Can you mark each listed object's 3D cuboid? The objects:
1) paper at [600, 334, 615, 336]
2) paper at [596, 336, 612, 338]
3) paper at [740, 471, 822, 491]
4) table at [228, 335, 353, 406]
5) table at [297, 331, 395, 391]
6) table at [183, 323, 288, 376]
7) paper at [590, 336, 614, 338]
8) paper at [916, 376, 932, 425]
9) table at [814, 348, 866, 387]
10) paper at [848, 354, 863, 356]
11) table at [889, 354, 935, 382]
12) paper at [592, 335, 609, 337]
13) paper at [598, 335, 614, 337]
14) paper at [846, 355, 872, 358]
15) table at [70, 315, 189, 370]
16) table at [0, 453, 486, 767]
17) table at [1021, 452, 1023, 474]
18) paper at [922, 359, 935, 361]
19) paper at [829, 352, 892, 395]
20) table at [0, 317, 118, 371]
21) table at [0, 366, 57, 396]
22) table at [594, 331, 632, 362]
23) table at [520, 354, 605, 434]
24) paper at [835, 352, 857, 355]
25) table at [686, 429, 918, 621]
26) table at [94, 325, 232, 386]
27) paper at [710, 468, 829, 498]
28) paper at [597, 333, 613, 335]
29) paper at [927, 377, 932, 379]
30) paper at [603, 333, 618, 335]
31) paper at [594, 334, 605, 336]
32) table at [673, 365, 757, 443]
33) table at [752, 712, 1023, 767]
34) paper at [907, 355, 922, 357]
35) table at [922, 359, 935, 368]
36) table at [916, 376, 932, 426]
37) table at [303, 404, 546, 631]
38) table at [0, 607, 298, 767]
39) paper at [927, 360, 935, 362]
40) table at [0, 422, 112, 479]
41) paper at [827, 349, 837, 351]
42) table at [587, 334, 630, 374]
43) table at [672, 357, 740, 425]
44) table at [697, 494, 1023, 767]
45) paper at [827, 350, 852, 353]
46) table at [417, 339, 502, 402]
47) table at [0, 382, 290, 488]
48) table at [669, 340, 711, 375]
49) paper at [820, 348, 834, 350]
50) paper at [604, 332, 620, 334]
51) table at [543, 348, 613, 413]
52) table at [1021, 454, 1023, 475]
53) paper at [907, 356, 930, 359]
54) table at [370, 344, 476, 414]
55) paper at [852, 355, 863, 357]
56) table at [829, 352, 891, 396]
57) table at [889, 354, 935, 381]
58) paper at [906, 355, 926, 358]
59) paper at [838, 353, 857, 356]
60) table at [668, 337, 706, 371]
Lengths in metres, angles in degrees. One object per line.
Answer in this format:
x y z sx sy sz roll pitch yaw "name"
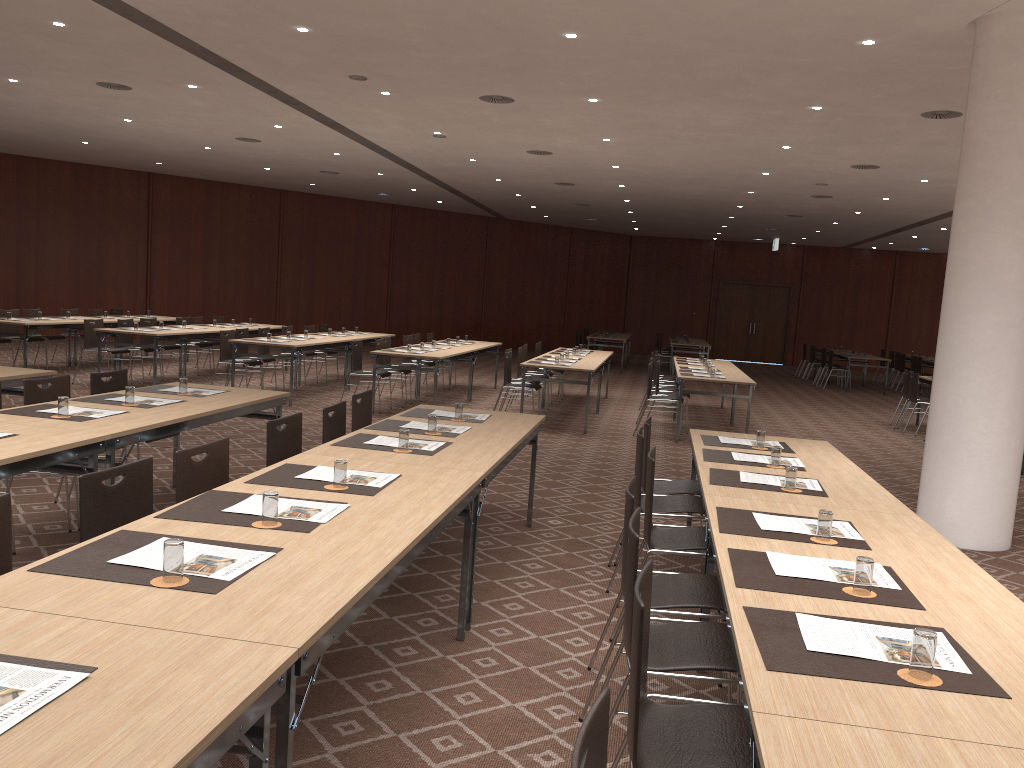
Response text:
2.485 -1.272 23.106 0.398 0.006 0.283 5 6 9 "paper"
2.268 -1.160 21.829 0.398 0.006 0.283 5 6 11 "paper"
1.389 0.502 4.604 0.398 0.006 0.283 5 6 13 "paper"
-3.207 -0.240 13.063 0.953 0.834 2.265 5 6 9 "table"
-2.829 -0.436 15.290 0.953 0.834 2.265 5 6 9 "table"
-4.797 -0.605 15.606 0.953 0.834 2.265 5 6 9 "table"
2.224 -1.153 21.772 0.565 0.003 0.460 5 6 11 "paper"
7.050 0.413 13.701 0.953 0.834 2.265 5 6 9 "paper"
8.748 -0.472 23.724 0.953 0.834 2.265 5 6 9 "table"
8.345 -0.704 21.516 0.398 0.006 0.283 5 6 12 "paper"
10.716 -0.303 23.408 0.953 0.834 2.265 5 6 9 "table"
2.319 -1.211 22.417 0.565 0.003 0.460 5 6 11 "paper"
2.384 -1.215 22.458 0.398 0.006 0.283 5 6 8 "paper"
8.156 -0.647 20.850 0.565 0.003 0.460 5 6 6 "paper"
-6.764 -0.774 15.923 0.953 0.834 2.265 5 6 9 "table"
-0.814 0.901 3.336 0.953 0.834 2.265 5 6 9 "table"
6.672 0.609 11.474 0.953 0.834 2.265 5 6 9 "table"
10.336 -0.588 21.785 0.565 0.003 0.460 5 6 11 "paper"
8.371 -0.275 21.497 0.953 0.834 2.265 5 6 9 "paper"
-7.142 -0.578 13.695 0.953 0.834 2.265 5 6 9 "table"
-4.371 0.366 6.196 0.953 0.834 2.265 5 6 9 "table"
2.804 -0.982 24.680 0.953 0.834 2.265 5 6 9 "table"
0.728 0.098 12.430 0.953 0.834 2.265 5 6 9 "table"
8.380 -0.755 22.089 0.565 0.003 0.460 5 6 8 "paper"
1.531 0.873 5.247 0.953 0.834 2.265 5 6 9 "table"
-5.174 -0.409 13.379 0.953 0.834 2.265 5 6 9 "table"
1.307 0.504 4.571 0.565 0.003 0.460 5 6 12 "paper"
2.593 -1.351 24.007 0.565 0.003 0.460 5 6 11 "paper"
7.047 -0.070 14.313 0.565 0.003 0.460 5 6 10 "paper"
2.672 -1.353 24.045 0.398 0.006 0.283 5 6 8 "paper"
2.421 -1.269 23.064 0.565 0.003 0.460 5 6 10 "paper"
2.695 0.268 12.113 0.953 0.834 2.265 5 6 9 "table"
0.776 1.266 0.792 0.953 0.834 2.265 5 6 9 "table"
10.677 -0.731 23.410 0.398 0.006 0.283 5 6 8 "paper"
10.338 -0.106 21.180 0.953 0.834 2.265 5 6 9 "table"
7.050 0.413 13.701 0.953 0.834 2.265 5 6 9 "table"
-0.436 0.704 5.563 0.953 0.834 2.265 5 6 9 "table"
-1.191 1.097 1.108 0.953 0.834 2.265 5 6 9 "table"
10.229 -0.533 21.157 0.565 0.003 0.460 5 6 10 "paper"
-2.781 0.732 3.652 0.953 0.834 2.265 5 6 9 "table"
8.625 -0.898 23.685 0.565 0.003 0.460 5 6 8 "paper"
2.426 -0.786 22.453 0.953 0.834 2.265 5 6 9 "table"
3.072 0.071 14.341 0.953 0.834 2.265 5 6 9 "table"
1.154 1.070 3.019 0.953 0.834 2.265 5 6 9 "table"
8.524 -0.841 23.049 0.565 0.003 0.460 5 6 10 "paper"
-0.862 -0.267 14.974 0.953 0.834 2.265 5 6 9 "table"
-2.403 0.535 5.880 0.953 0.834 2.265 5 6 9 "table"
4.394 -0.617 22.136 0.953 0.834 2.265 5 6 9 "table"
8.761 -0.955 24.350 0.565 0.003 0.460 5 6 7 "paper"
2.793 -1.468 25.310 0.565 0.003 0.460 5 6 8 "paper"
1.105 -0.098 14.657 0.953 0.834 2.265 5 6 9 "table"
6.672 0.609 11.474 0.953 0.834 2.265 5 6 9 "table"
10.487 -0.674 22.747 0.565 0.003 0.460 5 6 9 "paper"
-1.240 -0.071 12.746 0.953 0.834 2.265 5 6 9 "table"
8.226 -0.649 20.885 0.398 0.006 0.283 5 6 11 "paper"
8.371 -0.275 21.497 0.953 0.834 2.265 5 6 9 "table"
10.716 -0.303 23.408 0.953 0.834 2.265 5 6 9 "table"
10.621 -0.730 23.403 0.565 0.003 0.460 5 6 11 "paper"
8.232 -0.704 21.479 0.565 0.003 0.460 5 6 10 "paper"
4.771 -0.813 24.364 0.953 0.834 2.265 5 6 9 "table"
